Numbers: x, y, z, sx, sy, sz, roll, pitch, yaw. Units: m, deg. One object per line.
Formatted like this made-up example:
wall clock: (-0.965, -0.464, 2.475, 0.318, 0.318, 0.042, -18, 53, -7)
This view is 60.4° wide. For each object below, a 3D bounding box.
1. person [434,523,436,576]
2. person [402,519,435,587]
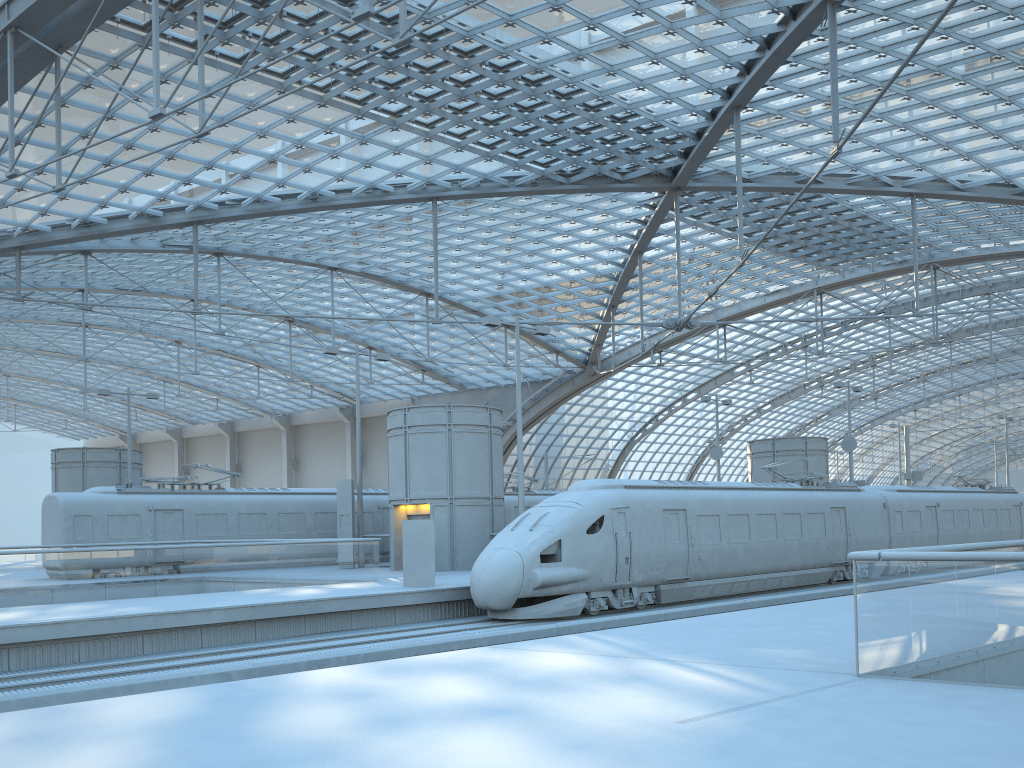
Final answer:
person: (-2.594, 4.980, 26.304, 0.712, 1.608, 0.001, -3, -2, 26)
person: (-2.304, 4.216, 21.775, 0.877, 1.701, 0.001, -2, -2, 21)
